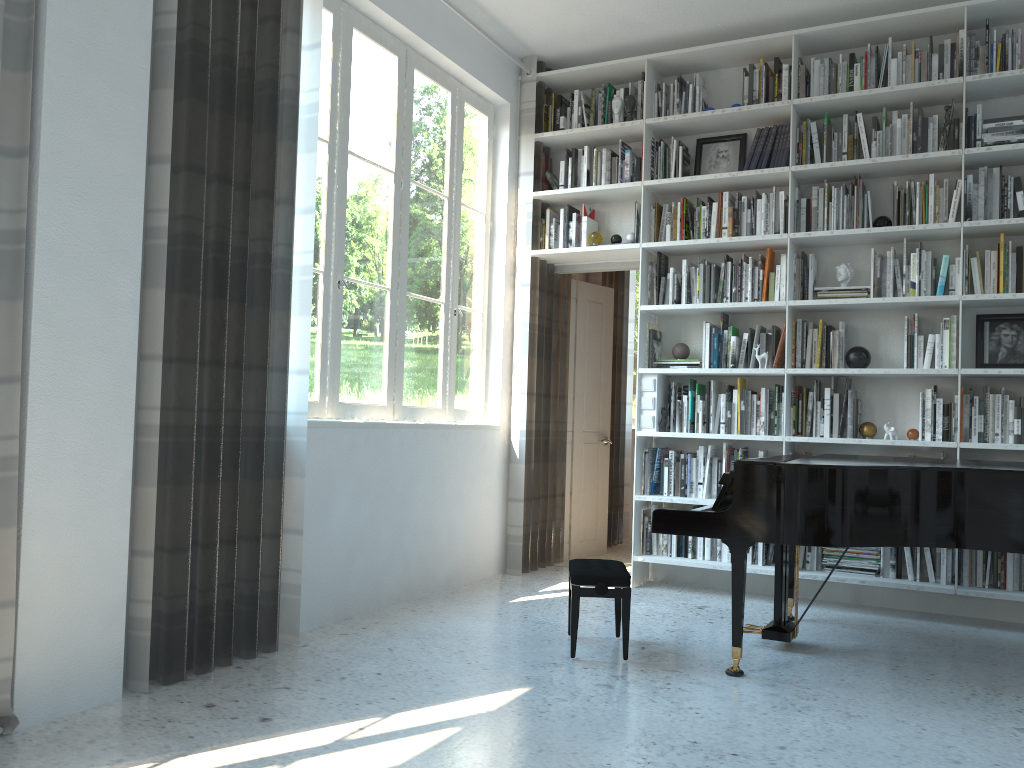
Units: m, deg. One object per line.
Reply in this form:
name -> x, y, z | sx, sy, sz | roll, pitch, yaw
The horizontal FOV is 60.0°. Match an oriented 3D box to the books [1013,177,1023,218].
books -> 2.576, -0.916, 4.496 | 0.066, 0.236, 0.154 | 1, -2, 27

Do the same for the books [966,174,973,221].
books -> 2.376, -0.933, 4.605 | 0.026, 0.267, 0.170 | 1, -2, 27

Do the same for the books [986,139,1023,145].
books -> 2.563, -1.219, 4.527 | 0.254, 0.012, 0.161 | 1, -3, 24

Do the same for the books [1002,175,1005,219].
books -> 2.511, -0.924, 4.539 | 0.011, 0.252, 0.153 | 1, -2, 27

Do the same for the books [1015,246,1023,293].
books -> 2.576, -0.558, 4.508 | 0.028, 0.259, 0.134 | 1, -2, 27

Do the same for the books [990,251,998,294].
books -> 2.470, -0.550, 4.548 | 0.029, 0.240, 0.155 | 1, -2, 27

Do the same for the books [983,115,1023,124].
books -> 2.571, -1.333, 4.536 | 0.285, 0.024, 0.159 | 1, -3, 27

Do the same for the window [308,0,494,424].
window -> -0.577, -0.793, 4.642 | 0.073, 2.008, 1.984 | 1, -2, 27

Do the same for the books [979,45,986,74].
books -> 2.440, -1.630, 4.602 | 0.026, 0.194, 0.166 | 1, -2, 27

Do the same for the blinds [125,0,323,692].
blinds -> -1.052, -0.569, 3.356 | 0.140, 3.230, 0.776 | 1, -2, 27

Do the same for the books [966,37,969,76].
books -> 2.387, -1.659, 4.645 | 0.012, 0.254, 0.161 | 1, -2, 27

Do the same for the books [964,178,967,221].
books -> 2.364, -0.926, 4.623 | 0.012, 0.254, 0.161 | 1, -2, 27

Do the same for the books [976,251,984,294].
books -> 2.414, -0.552, 4.574 | 0.042, 0.242, 0.162 | 1, -2, 27

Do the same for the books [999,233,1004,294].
books -> 2.486, -0.590, 4.507 | 0.014, 0.317, 0.188 | 1, -2, 27

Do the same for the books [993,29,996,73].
books -> 2.486, -1.665, 4.572 | 0.011, 0.265, 0.163 | 1, -2, 27

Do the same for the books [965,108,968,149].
books -> 2.375, -1.292, 4.634 | 0.012, 0.254, 0.161 | 1, -2, 27

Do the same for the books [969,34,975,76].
books -> 2.395, -1.660, 4.619 | 0.026, 0.253, 0.185 | 1, -2, 27

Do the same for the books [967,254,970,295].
books -> 2.375, -0.548, 4.609 | 0.011, 0.235, 0.142 | 1, -2, 27

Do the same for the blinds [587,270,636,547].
blinds -> 0.758, -0.359, 6.886 | 0.140, 3.230, 0.776 | 1, -2, 27

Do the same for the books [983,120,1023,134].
books -> 2.568, -1.309, 4.531 | 0.285, 0.024, 0.159 | 0, -3, 29

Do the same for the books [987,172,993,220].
books -> 2.454, -0.932, 4.555 | 0.025, 0.266, 0.185 | 1, -2, 27

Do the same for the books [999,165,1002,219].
books -> 2.501, -0.948, 4.543 | 0.011, 0.300, 0.179 | 1, -2, 27

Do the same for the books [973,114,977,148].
books -> 2.407, -1.275, 4.610 | 0.013, 0.218, 0.141 | 1, -2, 27

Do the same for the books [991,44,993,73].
books -> 2.488, -1.634, 4.600 | 0.011, 0.205, 0.145 | 1, -2, 27

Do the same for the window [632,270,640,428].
window -> 1.232, -0.584, 8.170 | 0.073, 2.008, 1.984 | 1, -2, 27

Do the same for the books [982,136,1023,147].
books -> 2.563, -1.231, 4.527 | 0.285, 0.012, 0.159 | 1, -3, 24

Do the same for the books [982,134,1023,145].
books -> 2.565, -1.243, 4.530 | 0.285, 0.012, 0.159 | 1, -3, 25

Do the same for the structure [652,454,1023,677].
structure -> 1.698, 0.734, 3.623 | 1.918, 0.832, 1.335 | 1, -3, 27

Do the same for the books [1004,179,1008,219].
books -> 2.522, -0.915, 4.534 | 0.014, 0.233, 0.147 | 1, -2, 27

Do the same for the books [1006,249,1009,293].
books -> 2.523, -0.552, 4.522 | 0.010, 0.244, 0.149 | 1, -2, 27

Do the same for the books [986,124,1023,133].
books -> 2.565, -1.285, 4.527 | 0.254, 0.025, 0.161 | 1, -3, 23

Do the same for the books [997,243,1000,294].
books -> 2.494, -0.571, 4.551 | 0.010, 0.284, 0.136 | 1, -2, 27

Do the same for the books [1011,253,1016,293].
books -> 2.549, -0.543, 4.514 | 0.024, 0.228, 0.147 | 1, -2, 27

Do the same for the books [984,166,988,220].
books -> 2.449, -0.954, 4.588 | 0.014, 0.313, 0.133 | 1, -2, 27

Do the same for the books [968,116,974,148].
books -> 2.383, -1.267, 4.607 | 0.027, 0.201, 0.167 | 1, -2, 27

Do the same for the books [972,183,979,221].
books -> 2.406, -0.913, 4.606 | 0.027, 0.228, 0.147 | 1, -2, 27

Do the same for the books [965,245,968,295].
books -> 2.367, -0.572, 4.615 | 0.010, 0.282, 0.140 | 1, -2, 27

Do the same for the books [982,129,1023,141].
books -> 2.563, -1.261, 4.523 | 0.285, 0.024, 0.159 | 0, -3, 32

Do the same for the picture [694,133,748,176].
picture -> 1.238, -1.332, 5.272 | 0.300, 0.299, 0.077 | 1, -2, 27

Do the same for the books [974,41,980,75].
books -> 2.425, -1.646, 4.625 | 0.023, 0.227, 0.157 | 1, -2, 27

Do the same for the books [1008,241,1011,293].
books -> 2.524, -0.571, 4.502 | 0.010, 0.280, 0.170 | 1, -2, 27

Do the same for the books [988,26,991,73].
books -> 2.474, -1.680, 4.595 | 0.010, 0.296, 0.153 | 1, -2, 27

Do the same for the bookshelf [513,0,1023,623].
bookshelf -> 2.862, -0.339, 4.264 | 6.296, 3.141, 0.330 | 1, -2, 27

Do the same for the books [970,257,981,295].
books -> 2.391, -0.536, 4.571 | 0.053, 0.208, 0.156 | 1, -2, 27

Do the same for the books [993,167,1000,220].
books -> 2.487, -0.946, 4.559 | 0.029, 0.295, 0.151 | 1, -2, 27

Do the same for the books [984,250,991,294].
books -> 2.448, -0.554, 4.566 | 0.026, 0.248, 0.139 | 1, -2, 27

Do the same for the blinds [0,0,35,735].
blinds -> -1.654, -0.658, 2.170 | 0.183, 3.260, 1.026 | 1, -2, 26

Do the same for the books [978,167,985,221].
books -> 2.423, -0.948, 4.580 | 0.026, 0.297, 0.179 | 1, -2, 27

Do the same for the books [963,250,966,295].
books -> 2.352, -0.558, 4.612 | 0.012, 0.254, 0.161 | 1, -2, 27

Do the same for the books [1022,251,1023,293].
books -> 2.584, -0.543, 4.481 | 0.012, 0.228, 0.169 | 1, -2, 27

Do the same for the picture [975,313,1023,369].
picture -> 2.548, -0.213, 4.547 | 0.300, 0.299, 0.077 | 1, -2, 27

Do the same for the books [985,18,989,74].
books -> 2.467, -1.702, 4.607 | 0.014, 0.341, 0.145 | 1, -2, 27

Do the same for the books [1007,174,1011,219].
books -> 2.532, -0.923, 4.524 | 0.014, 0.250, 0.172 | 1, -2, 27

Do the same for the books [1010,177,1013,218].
books -> 2.544, -0.918, 4.519 | 0.011, 0.239, 0.147 | 1, -2, 27

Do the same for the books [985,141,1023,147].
books -> 2.561, -1.207, 4.523 | 0.254, 0.012, 0.161 | 0, -3, 32

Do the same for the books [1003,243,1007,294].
books -> 2.497, -0.565, 4.499 | 0.015, 0.266, 0.189 | 1, -2, 27

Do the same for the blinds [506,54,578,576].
blinds -> 0.221, -0.421, 5.839 | 0.140, 3.230, 0.776 | 1, -2, 27
